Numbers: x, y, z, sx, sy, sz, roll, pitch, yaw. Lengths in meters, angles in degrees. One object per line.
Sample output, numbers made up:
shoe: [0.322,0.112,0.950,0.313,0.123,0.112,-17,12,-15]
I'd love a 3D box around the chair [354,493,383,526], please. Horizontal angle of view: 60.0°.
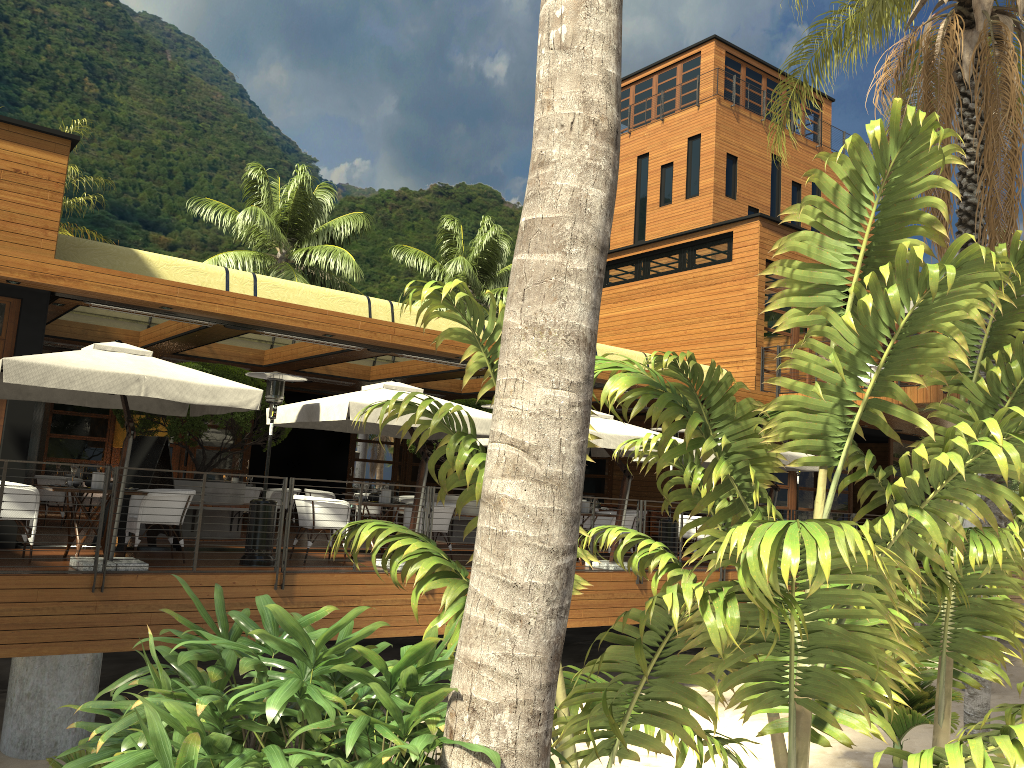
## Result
chair: [-2.746,2.498,17.054,0.627,0.790,0.615,6,-8,-16]

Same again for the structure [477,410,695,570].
structure: [1.062,1.517,13.357,2.410,2.339,2.411,9,-9,-36]

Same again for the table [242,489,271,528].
table: [-5.037,2.261,16.153,1.166,0.751,1.163,1,-8,22]

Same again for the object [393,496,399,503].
object: [-1.498,1.490,11.400,0.086,0.086,0.086,8,-9,-32]

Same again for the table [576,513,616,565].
table: [0.934,2.297,13.288,0.930,0.751,0.930,9,-9,-36]

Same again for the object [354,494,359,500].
object: [-1.980,1.453,11.349,0.086,0.086,0.086,8,-9,-32]

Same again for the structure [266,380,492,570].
structure: [-1.620,1.103,11.354,2.410,2.339,2.411,9,-9,-36]

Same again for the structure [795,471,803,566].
structure: [5.166,2.171,16.049,0.699,2.198,0.698,-3,-10,40]

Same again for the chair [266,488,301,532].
chair: [-4.283,2.329,16.475,0.616,0.790,0.626,8,-9,-30]

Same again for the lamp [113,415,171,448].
lamp: [-7.036,1.617,16.684,0.973,2.016,0.971,-1,-9,33]

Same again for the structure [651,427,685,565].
structure: [2.508,1.760,14.064,0.699,2.198,0.698,-3,-10,40]

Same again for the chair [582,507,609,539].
chair: [1.683,2.942,18.373,0.627,0.790,0.615,2,-8,9]

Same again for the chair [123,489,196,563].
chair: [-3.850,1.541,9.723,0.616,0.790,0.627,9,-9,-35]

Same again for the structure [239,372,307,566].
structure: [-2.789,0.942,10.109,0.699,2.198,0.698,-3,-10,40]

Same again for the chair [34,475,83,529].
chair: [-7.015,1.808,13.611,0.627,0.790,0.615,4,-8,-6]

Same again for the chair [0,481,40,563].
chair: [-5.099,1.352,8.822,0.616,0.790,0.627,9,-9,-35]

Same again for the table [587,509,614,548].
table: [1.421,2.853,17.626,1.164,0.751,1.164,8,-8,-31]

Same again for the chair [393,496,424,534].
chair: [-2.081,2.656,18.013,0.616,0.790,0.626,6,-8,-16]

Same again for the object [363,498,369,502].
object: [-1.839,1.466,11.189,0.080,0.042,0.080,2,-7,14]

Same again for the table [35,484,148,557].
table: [-4.444,1.467,9.272,0.930,0.751,0.930,9,-9,-36]

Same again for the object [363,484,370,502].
object: [-1.830,1.362,11.125,0.082,0.227,0.082,9,-10,-36]

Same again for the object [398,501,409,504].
object: [-1.487,1.547,11.601,0.170,0.025,0.294,9,-9,-37]

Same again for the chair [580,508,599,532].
chair: [1.307,2.724,16.771,0.627,0.790,0.615,2,-8,9]

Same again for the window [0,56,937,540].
window: [2.768,-5.074,23.370,14.487,18.009,38.326,-1,-8,30]

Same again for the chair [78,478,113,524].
chair: [-7.070,2.003,15.259,0.627,0.790,0.615,4,-8,-6]

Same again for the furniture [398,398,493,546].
furniture: [-0.746,1.650,16.894,2.614,2.729,2.689,-3,-10,43]

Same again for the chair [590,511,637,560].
chair: [1.587,2.380,13.783,0.616,0.790,0.627,9,-9,-35]

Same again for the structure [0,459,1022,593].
structure: [2.460,2.315,12.955,26.228,1.156,0.163,9,-9,-36]

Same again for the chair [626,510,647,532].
chair: [2.320,2.860,17.357,0.617,0.790,0.626,2,-8,9]

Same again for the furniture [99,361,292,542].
furniture: [-4.903,1.019,13.876,2.569,2.729,2.712,1,-8,18]

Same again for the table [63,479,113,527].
table: [-7.063,1.920,14.408,1.166,0.751,1.163,1,-8,22]

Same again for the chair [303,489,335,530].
chair: [-3.852,2.496,17.629,0.616,0.790,0.626,6,-8,-16]

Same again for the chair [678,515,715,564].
chair: [3.052,2.610,14.907,0.616,0.790,0.627,9,-9,-35]

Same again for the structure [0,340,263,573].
structure: [-4.301,0.689,9.352,2.410,2.339,2.411,9,-9,-36]

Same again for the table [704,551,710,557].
table: [3.630,2.714,15.301,0.930,0.751,0.930,9,-9,-36]

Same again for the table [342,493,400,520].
table: [-2.875,2.606,17.867,1.166,0.751,1.163,-1,-9,33]

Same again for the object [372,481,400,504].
object: [-1.591,1.373,11.217,0.263,0.264,0.263,3,-7,8]

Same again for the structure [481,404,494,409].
structure: [-0.145,1.351,12.084,0.699,2.198,0.698,-3,-10,40]

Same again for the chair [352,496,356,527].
chair: [-3.089,2.671,18.670,0.627,0.790,0.615,6,-8,-16]

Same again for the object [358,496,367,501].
object: [-1.900,1.460,11.269,0.116,0.065,0.116,9,-9,-38]

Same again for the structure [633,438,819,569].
structure: [3.743,1.931,15.359,2.410,2.339,2.411,9,-9,-36]

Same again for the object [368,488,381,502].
object: [-1.774,1.432,11.451,0.167,0.179,0.163,9,-9,-35]

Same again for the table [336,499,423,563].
table: [-1.755,1.882,11.280,0.930,0.751,0.930,9,-9,-36]

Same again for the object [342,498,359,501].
object: [-1.997,1.458,11.135,0.170,0.025,0.294,9,-9,-37]

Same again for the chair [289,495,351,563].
chair: [-2.375,1.772,10.855,0.616,0.790,0.627,9,-9,-35]

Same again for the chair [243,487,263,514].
chair: [-4.674,2.171,15.376,0.627,0.790,0.616,8,-9,-30]

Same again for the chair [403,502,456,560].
chair: [-1.080,1.969,11.792,0.616,0.790,0.627,9,-9,-35]
